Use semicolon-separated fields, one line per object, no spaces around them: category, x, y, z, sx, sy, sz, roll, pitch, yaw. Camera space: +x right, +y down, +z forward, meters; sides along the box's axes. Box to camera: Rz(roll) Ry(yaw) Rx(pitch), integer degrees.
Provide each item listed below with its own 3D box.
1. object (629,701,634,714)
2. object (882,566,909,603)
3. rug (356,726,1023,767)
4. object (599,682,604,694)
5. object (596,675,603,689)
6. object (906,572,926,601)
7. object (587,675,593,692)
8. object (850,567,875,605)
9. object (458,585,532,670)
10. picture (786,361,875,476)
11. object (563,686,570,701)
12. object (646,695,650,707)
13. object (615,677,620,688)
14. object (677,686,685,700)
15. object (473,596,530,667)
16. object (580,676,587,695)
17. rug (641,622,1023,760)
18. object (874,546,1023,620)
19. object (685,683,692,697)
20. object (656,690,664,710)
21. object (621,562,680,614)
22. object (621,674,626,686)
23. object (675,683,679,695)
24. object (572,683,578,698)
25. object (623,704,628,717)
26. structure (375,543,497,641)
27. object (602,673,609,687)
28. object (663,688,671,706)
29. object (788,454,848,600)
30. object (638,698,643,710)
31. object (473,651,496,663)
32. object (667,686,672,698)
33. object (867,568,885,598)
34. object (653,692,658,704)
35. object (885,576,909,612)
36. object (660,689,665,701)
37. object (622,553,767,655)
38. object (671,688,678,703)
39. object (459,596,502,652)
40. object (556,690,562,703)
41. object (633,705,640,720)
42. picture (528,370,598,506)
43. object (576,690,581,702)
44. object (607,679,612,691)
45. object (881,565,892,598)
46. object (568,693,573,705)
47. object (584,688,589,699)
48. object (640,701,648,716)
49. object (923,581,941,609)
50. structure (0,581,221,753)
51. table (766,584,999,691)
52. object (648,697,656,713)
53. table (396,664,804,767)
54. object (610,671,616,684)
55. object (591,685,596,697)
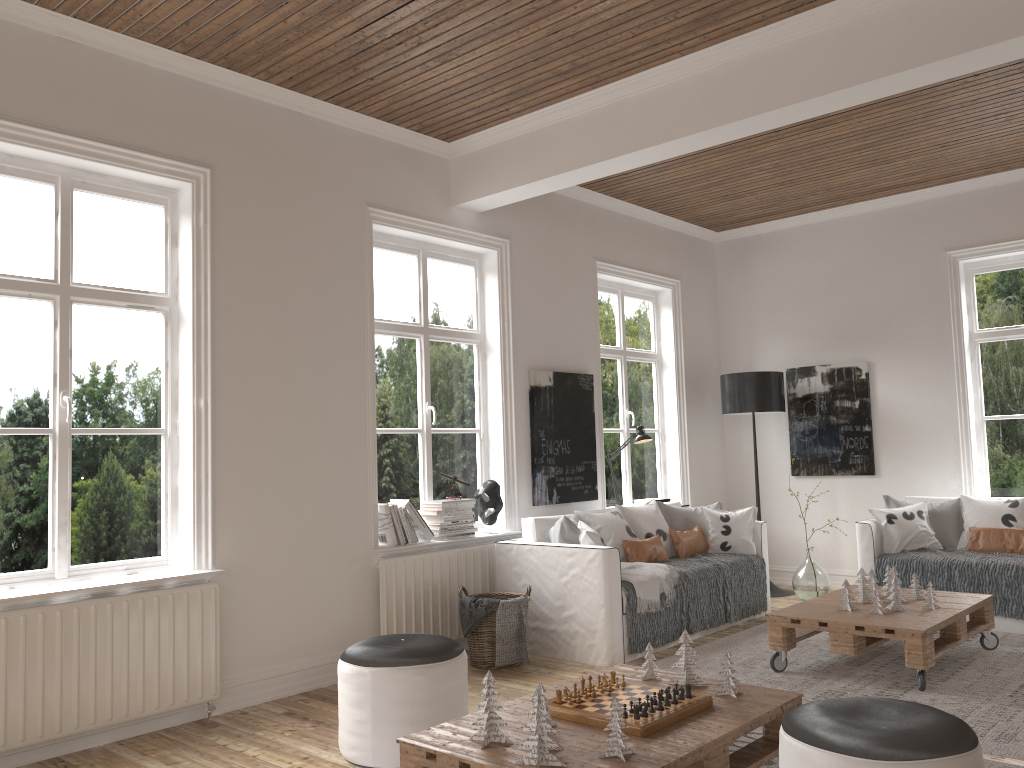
object;0.379;1.024;2.813;0.017;0.037;0.017;1;-5;-29
object;2.073;1.084;4.800;0.113;0.195;0.107;2;-6;-41
rug;0.394;1.371;2.761;2.254;0.003;2.474;-6;-6;42
object;0.309;1.046;3.057;0.017;0.037;0.017;1;-5;-29
object;0.307;1.046;3.121;0.022;0.047;0.022;0;-5;-16
object;2.217;1.109;4.873;0.075;0.147;0.075;0;-5;-16
object;0.272;1.040;3.086;0.025;0.055;0.025;0;-5;-16
object;1.909;1.092;4.829;0.112;0.193;0.106;0;-5;-20
object;-0.090;1.350;4.983;0.393;0.432;0.393;0;-5;-26
picture;2.601;0.296;7.275;0.680;0.908;0.041;-6;-6;42
object;0.186;1.041;2.988;0.026;0.044;0.026;-2;-5;-3
object;0.440;1.027;2.876;0.017;0.037;0.017;1;-5;-29
object;0.370;1.049;3.120;0.017;0.037;0.017;1;-5;-29
object;0.561;1.026;2.949;0.026;0.044;0.026;-2;-5;-3
object;-0.074;1.358;4.941;0.290;0.356;0.349;0;-5;-19
object;0.244;1.037;3.053;0.025;0.058;0.025;-2;-5;-3
rug;2.099;1.469;4.654;2.254;0.003;2.474;-6;-6;42
object;3.226;1.220;5.508;1.704;0.390;0.656;-6;-6;42
object;0.593;1.029;2.980;0.019;0.040;0.019;-1;-5;-14
object;0.475;1.013;2.850;0.025;0.058;0.025;-2;-5;-3
object;0.679;1.196;5.399;0.588;0.255;0.729;3;-6;-44
object;0.396;1.051;3.152;0.017;0.037;0.017;1;-5;-29
object;0.558;1.034;3.008;0.017;0.037;0.017;1;-5;-29
object;0.215;1.041;3.020;0.022;0.047;0.022;0;-5;-16
object;0.355;1.022;2.783;0.017;0.037;0.017;-4;-5;22
structure;-0.320;1.387;5.267;0.095;0.829;1.223;-6;-6;42
object;0.332;1.049;3.150;0.026;0.044;0.026;-2;-5;-3
object;0.503;1.016;2.883;0.025;0.055;0.025;0;-5;-16
object;2.354;1.085;6.809;0.515;1.117;0.275;1;-5;-31
object;0.410;1.026;2.847;0.017;0.037;0.017;1;-5;-29
object;-0.087;1.462;4.979;0.280;0.186;0.291;-4;-5;27
object;0.527;1.032;2.974;0.017;0.037;0.017;1;-5;-29
object;2.019;1.114;4.962;0.090;0.164;0.095;2;-6;-41
object;0.469;1.029;2.910;0.017;0.037;0.017;1;-5;-29
object;1.977;1.077;4.573;0.097;0.178;0.103;-2;-5;5
object;0.498;1.031;2.941;0.017;0.037;0.017;1;-5;-29
object;0.986;1.347;5.709;0.651;0.423;1.680;-6;-6;42
object;0.534;1.022;2.917;0.022;0.047;0.022;0;-5;-16
object;-0.130;1.341;4.923;0.303;0.332;0.367;-5;-5;33
object;0.157;1.041;2.955;0.019;0.040;0.019;-5;-6;38
object;0.386;1.017;2.749;0.019;0.040;0.019;-5;-6;38
picture;0.364;0.372;6.186;0.041;0.908;0.680;-6;-6;42
object;0.222;1.041;2.960;0.017;0.037;0.017;1;-5;-29
object;0.340;1.048;3.088;0.017;0.037;0.017;1;-5;-29
object;2.129;1.107;5.002;0.090;0.176;0.090;-2;-5;4
object;0.192;1.039;2.925;0.017;0.037;0.017;1;-5;-29
object;0.249;1.043;2.991;0.017;0.037;0.017;1;-5;-29
object;0.414;1.017;2.784;0.026;0.044;0.026;-2;-5;-3
object;2.173;1.091;4.601;0.073;0.142;0.072;2;-6;-40
structure;-1.773;1.303;3.653;0.095;0.829;1.223;-6;-6;42
table;1.995;1.330;4.748;0.821;0.300;1.189;-6;-6;42
object;0.444;1.017;2.816;0.022;0.047;0.022;-3;-5;10
table;0.339;1.234;2.893;0.821;0.300;1.189;-6;-6;42
object;0.363;1.053;3.182;0.019;0.040;0.019;-1;-5;-14
object;0.277;1.045;3.023;0.017;0.037;0.017;1;-5;-29
